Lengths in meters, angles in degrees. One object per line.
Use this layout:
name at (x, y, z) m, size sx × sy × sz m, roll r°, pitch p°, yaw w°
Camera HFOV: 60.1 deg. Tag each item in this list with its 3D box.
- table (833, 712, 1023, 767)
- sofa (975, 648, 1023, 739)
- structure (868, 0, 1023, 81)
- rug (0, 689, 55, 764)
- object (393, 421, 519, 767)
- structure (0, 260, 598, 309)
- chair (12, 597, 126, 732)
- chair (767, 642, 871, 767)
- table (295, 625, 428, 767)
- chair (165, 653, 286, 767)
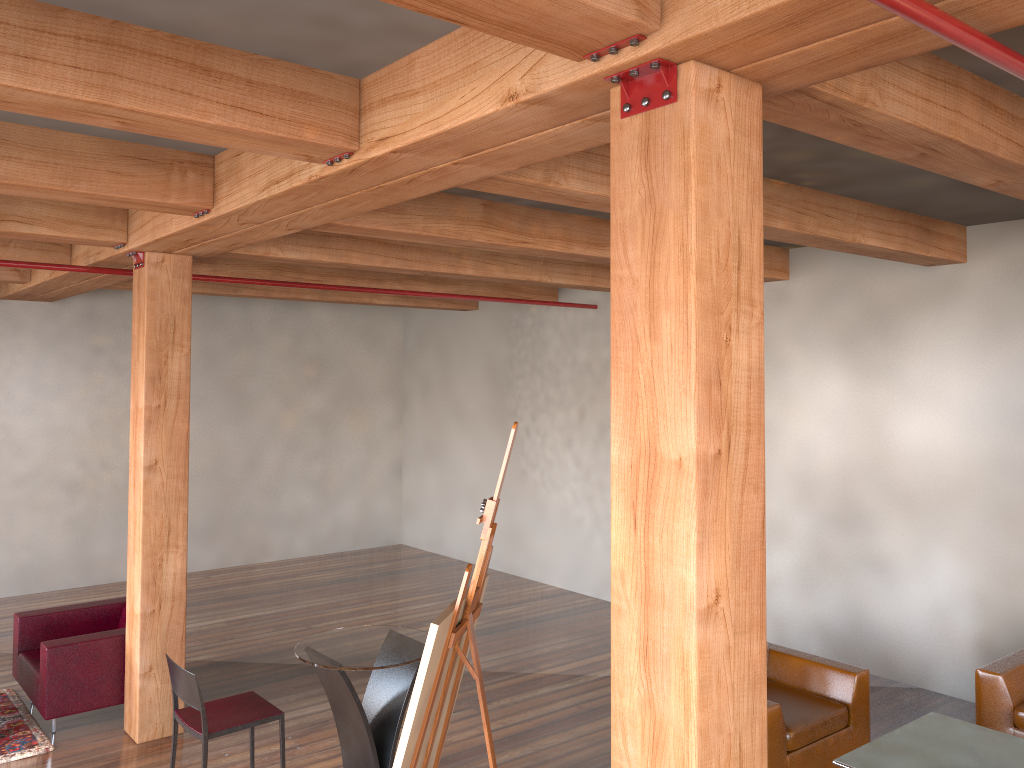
table at (2.404, 1.988, 3.571) m, size 0.939 × 0.561 × 1.870 m, roll 0°, pitch 0°, yaw -39°
sofa at (3.862, 1.900, 4.622) m, size 0.951 × 0.736 × 2.411 m, roll 1°, pitch 0°, yaw -39°
structure at (2.110, -0.796, 2.847) m, size 6.805 × 0.112 × 0.051 m, roll 0°, pitch -1°, yaw -39°
rug at (-4.180, 2.234, 5.165) m, size 2.461 × 0.009 × 1.343 m, roll 0°, pitch 1°, yaw -39°
object at (-0.223, 1.195, 2.941) m, size 0.685 × 2.144 × 0.701 m, roll 0°, pitch -2°, yaw 11°
structure at (-1.552, -0.839, 7.369) m, size 6.805 × 0.112 × 0.051 m, roll 0°, pitch -1°, yaw -39°
chair at (-2.896, 1.935, 6.179) m, size 0.865 × 0.594 × 1.070 m, roll 1°, pitch 0°, yaw -39°
chair at (1.462, 1.888, 5.244) m, size 1.063 × 0.736 × 0.830 m, roll 1°, pitch -1°, yaw -39°
table at (-0.743, 1.798, 4.517) m, size 0.721 × 0.926 × 0.721 m, roll 1°, pitch -1°, yaw -14°
chair at (-1.348, 1.763, 4.144) m, size 0.466 × 0.983 × 0.429 m, roll 2°, pitch -2°, yaw -39°
